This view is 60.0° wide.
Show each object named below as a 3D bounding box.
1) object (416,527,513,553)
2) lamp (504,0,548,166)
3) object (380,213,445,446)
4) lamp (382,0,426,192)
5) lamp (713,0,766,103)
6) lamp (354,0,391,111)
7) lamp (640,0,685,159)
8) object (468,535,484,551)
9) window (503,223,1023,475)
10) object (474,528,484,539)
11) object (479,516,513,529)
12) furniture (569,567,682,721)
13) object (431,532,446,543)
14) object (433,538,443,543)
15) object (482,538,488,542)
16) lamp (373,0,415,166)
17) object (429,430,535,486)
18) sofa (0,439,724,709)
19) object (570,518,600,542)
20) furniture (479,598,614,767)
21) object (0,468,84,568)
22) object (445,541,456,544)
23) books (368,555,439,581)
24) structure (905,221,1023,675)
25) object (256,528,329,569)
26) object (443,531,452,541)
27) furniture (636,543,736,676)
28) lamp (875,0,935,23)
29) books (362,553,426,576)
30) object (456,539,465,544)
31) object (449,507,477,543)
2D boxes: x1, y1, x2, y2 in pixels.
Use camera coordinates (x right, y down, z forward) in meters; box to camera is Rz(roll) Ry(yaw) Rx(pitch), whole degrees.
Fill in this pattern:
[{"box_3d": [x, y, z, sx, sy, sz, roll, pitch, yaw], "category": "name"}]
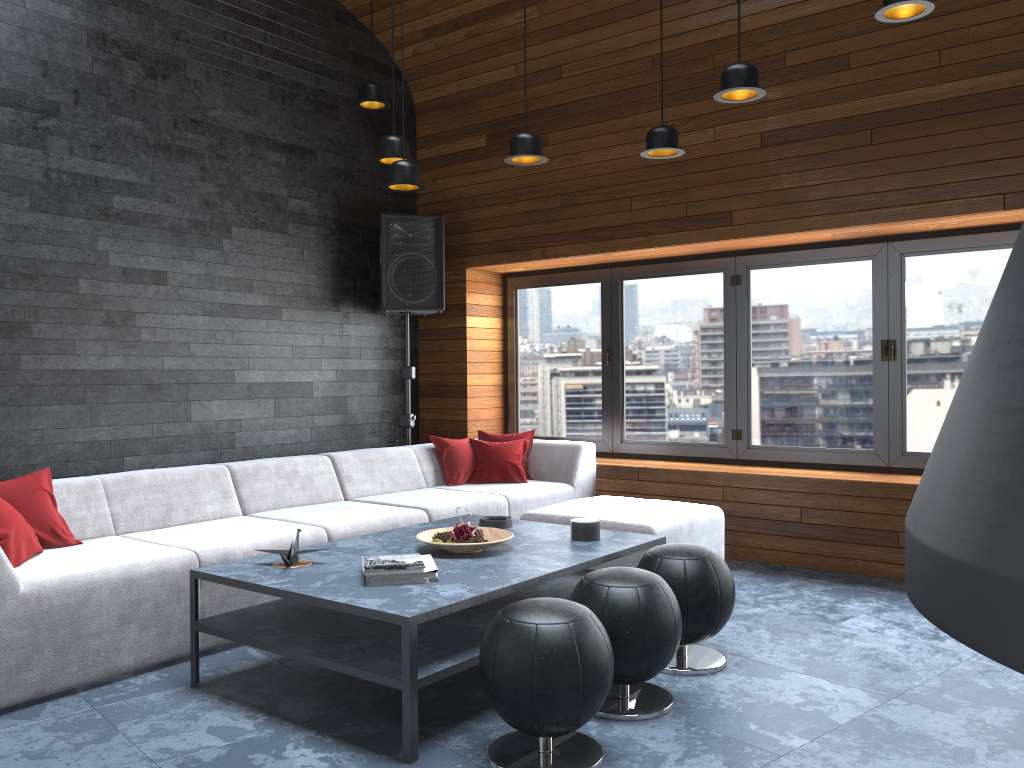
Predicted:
[{"box_3d": [-0.192, 0.643, 3.606, 0.395, 0.061, 0.395, 0, 1, 30], "category": "object"}, {"box_3d": [0.059, -2.078, 4.197, 0.210, 2.034, 0.210, -1, 0, -15], "category": "lamp"}, {"box_3d": [-0.827, -0.059, 6.440, 0.639, 2.298, 0.686, -1, 0, -14], "category": "object"}, {"box_3d": [-0.527, -2.076, 4.237, 0.210, 2.273, 0.210, -1, 0, -15], "category": "lamp"}, {"box_3d": [0.927, -2.142, 3.639, 0.210, 1.911, 0.210, -1, 0, -15], "category": "lamp"}, {"box_3d": [-0.822, -2.317, 5.191, 0.210, 1.369, 0.210, -1, 0, -15], "category": "lamp"}, {"box_3d": [0.708, -2.099, 4.217, 0.210, 2.003, 0.210, -1, 0, -15], "category": "lamp"}, {"box_3d": [-0.144, 0.630, 3.511, 0.061, 0.061, 0.063, 0, 1, 37], "category": "object"}, {"box_3d": [2.255, -0.175, 5.310, 5.936, 1.522, 0.101, 0, 1, 37], "category": "window"}, {"box_3d": [-0.148, 0.629, 3.682, 0.062, 0.062, 0.060, -1, 0, -2], "category": "object"}, {"box_3d": [-0.076, 0.649, 4.155, 0.160, 0.040, 0.160, 0, 0, 15], "category": "object"}, {"box_3d": [0.385, 0.872, 3.067, 0.401, 0.462, 0.402, -1, 0, -33], "category": "furniture"}, {"box_3d": [-0.298, 0.631, 3.605, 0.061, 0.062, 0.064, -1, 0, -21], "category": "object"}, {"box_3d": [-0.292, 0.633, 3.514, 0.048, 0.039, 0.039, 0, 1, 34], "category": "object"}, {"box_3d": [-0.119, 0.645, 3.588, 0.043, 0.042, 0.042, 0, 0, 32], "category": "object"}, {"box_3d": [-0.607, -2.149, 4.500, 0.210, 2.036, 0.210, -1, 0, -15], "category": "lamp"}, {"box_3d": [-0.143, 0.498, 5.892, 0.528, 0.354, 0.742, 0, 1, 37], "category": "object"}, {"box_3d": [-0.534, 0.756, 4.322, 2.204, 0.693, 4.035, 0, 1, 37], "category": "sofa"}, {"box_3d": [0.315, 0.627, 3.816, 0.126, 0.081, 0.126, 0, 0, 10], "category": "object"}, {"box_3d": [0.102, 0.877, 2.643, 0.402, 0.462, 0.401, -1, 1, -38], "category": "furniture"}, {"box_3d": [-2.015, 0.534, 3.445, 0.528, 0.354, 0.742, 0, 1, 38], "category": "object"}, {"box_3d": [-0.235, 0.647, 3.545, 0.081, 0.034, 0.073, 0, 1, 26], "category": "object"}, {"box_3d": [-0.395, 0.653, 3.161, 0.239, 0.021, 0.299, -1, 0, -11], "category": "books"}, {"box_3d": [0.898, -1.732, 0.718, 1.197, 5.700, 1.689, 0, 0, 37], "category": "structure"}, {"box_3d": [-0.830, 0.623, 3.339, 0.240, 0.117, 0.250, -1, 1, -45], "category": "object"}, {"box_3d": [-0.272, 0.632, 3.680, 0.042, 0.042, 0.044, 0, 1, 37], "category": "object"}, {"box_3d": [0.677, 0.865, 3.505, 0.401, 0.462, 0.402, -1, 0, -13], "category": "furniture"}, {"box_3d": [1.499, -2.211, 3.398, 0.210, 1.565, 0.210, -1, 0, -15], "category": "lamp"}, {"box_3d": [-0.420, 0.634, 3.125, 0.210, 0.017, 0.265, -1, 0, -11], "category": "books"}, {"box_3d": [-0.201, 0.637, 3.505, 0.042, 0.042, 0.043, 0, 1, 41], "category": "object"}, {"box_3d": [-0.202, 0.583, 3.624, 0.118, 0.172, 0.105, 0, 0, 0], "category": "object"}]
